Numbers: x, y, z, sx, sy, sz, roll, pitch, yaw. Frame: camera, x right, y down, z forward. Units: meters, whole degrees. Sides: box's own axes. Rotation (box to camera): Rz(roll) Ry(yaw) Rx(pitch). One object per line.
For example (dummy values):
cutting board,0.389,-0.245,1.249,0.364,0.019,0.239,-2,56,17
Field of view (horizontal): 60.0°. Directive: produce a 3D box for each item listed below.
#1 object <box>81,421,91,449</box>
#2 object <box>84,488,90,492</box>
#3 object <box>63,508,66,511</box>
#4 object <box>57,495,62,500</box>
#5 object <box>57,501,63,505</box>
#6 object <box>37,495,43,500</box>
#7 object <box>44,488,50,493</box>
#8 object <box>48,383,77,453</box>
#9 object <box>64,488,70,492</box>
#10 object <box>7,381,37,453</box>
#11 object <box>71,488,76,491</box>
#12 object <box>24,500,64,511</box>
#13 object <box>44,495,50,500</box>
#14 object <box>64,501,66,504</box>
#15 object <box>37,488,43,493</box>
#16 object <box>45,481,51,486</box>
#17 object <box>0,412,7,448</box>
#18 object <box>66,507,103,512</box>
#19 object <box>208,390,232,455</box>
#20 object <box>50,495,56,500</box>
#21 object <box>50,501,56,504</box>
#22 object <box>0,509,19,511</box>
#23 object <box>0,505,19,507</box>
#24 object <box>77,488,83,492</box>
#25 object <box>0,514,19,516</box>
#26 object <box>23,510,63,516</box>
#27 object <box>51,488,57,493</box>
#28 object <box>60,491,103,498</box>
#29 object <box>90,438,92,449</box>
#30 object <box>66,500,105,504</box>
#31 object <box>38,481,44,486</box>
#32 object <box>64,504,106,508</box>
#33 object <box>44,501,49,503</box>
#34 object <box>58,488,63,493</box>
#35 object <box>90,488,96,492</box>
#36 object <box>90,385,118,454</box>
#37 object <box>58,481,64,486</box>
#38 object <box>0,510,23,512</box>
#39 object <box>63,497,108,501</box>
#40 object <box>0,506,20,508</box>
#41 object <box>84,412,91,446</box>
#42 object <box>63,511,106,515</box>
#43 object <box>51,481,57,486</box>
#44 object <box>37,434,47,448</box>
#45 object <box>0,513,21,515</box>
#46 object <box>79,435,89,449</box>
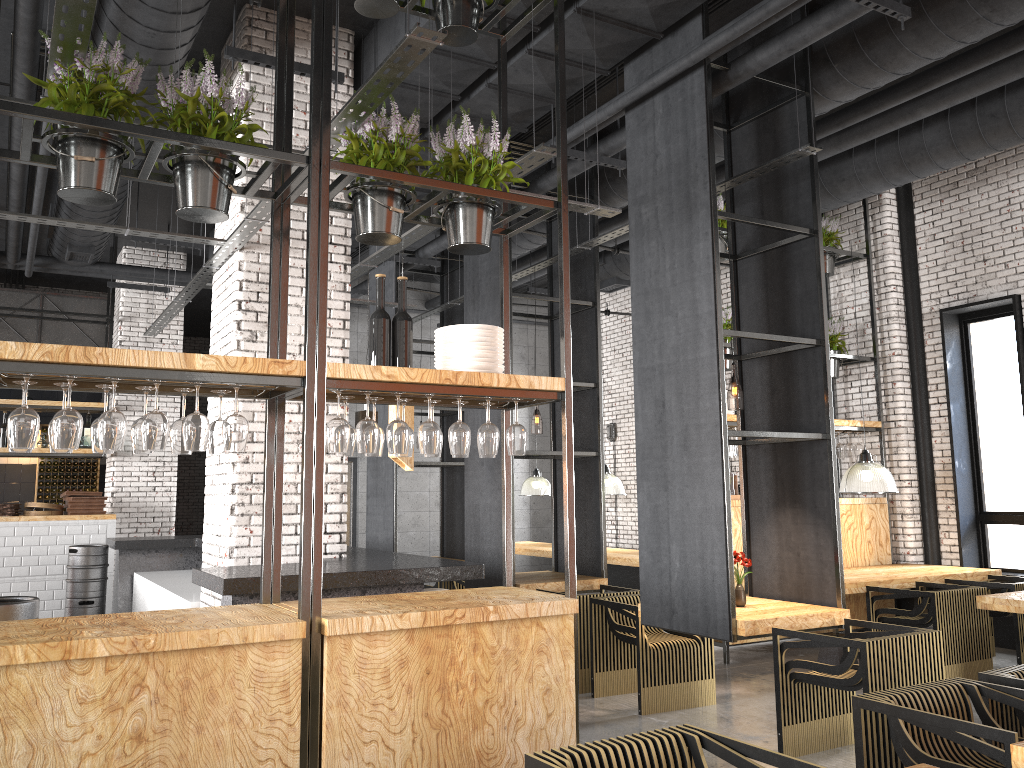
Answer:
object,-5.626,0.677,11.755,0.156,0.407,0.105,3,-9,-26
object,-6.794,1.698,14.183,0.079,0.080,0.280,4,-8,-30
object,-7.036,1.996,13.998,0.079,0.080,0.280,4,-8,-30
object,-7.121,1.783,13.981,0.079,0.080,0.280,4,-8,-30
object,-7.122,1.888,13.969,0.079,0.080,0.280,4,-8,-30
object,-7.374,1.770,13.853,0.079,0.080,0.280,4,-8,-30
object,-7.288,1.669,13.906,0.079,0.080,0.280,4,-8,-30
object,-1.739,0.133,3.435,0.101,0.268,0.100,2,-8,-16
object,-7.051,1.686,14.063,0.079,0.080,0.280,4,-8,-30
object,-1.858,0.125,3.367,0.101,0.268,0.100,2,-8,-16
object,-6.977,1.693,14.123,0.079,0.080,0.280,4,-8,-30
object,-5.801,1.511,10.993,0.437,0.154,0.439,-3,-8,17
object,-7.285,1.773,13.888,0.079,0.080,0.280,4,-8,-30
object,-7.049,1.895,14.033,0.079,0.080,0.280,4,-8,-30
object,-7.387,1.668,13.889,0.079,0.080,0.280,4,-8,-30
object,-7.299,1.567,13.939,0.079,0.079,0.283,4,-8,-30
object,-6.450,0.587,11.255,0.098,0.472,0.098,7,-11,-41
object,-5.401,1.582,11.197,0.405,0.044,0.634,3,-8,-27
object,-1.227,0.163,3.727,0.101,0.268,0.100,2,-8,-16
object,-7.222,1.782,13.968,0.079,0.080,0.280,4,-8,-30
object,-7.213,1.885,13.939,0.079,0.080,0.280,4,-8,-30
object,-6.226,1.531,10.772,0.406,0.019,0.457,1,-7,-16
object,-6.202,1.486,10.809,0.458,0.019,0.405,-1,-7,3
object,-6.888,1.696,14.156,0.079,0.080,0.280,4,-8,-30
object,-6.200,1.598,10.794,0.458,0.019,0.405,-1,-7,5
object,-5.802,1.577,10.979,0.437,0.097,0.435,0,-7,-5
object,-7.215,1.676,13.969,0.079,0.080,0.280,4,-8,-30
object,-5.416,1.395,11.143,0.406,0.094,0.635,4,-8,-32
object,-5.450,0.762,11.586,0.118,0.181,0.118,0,-8,-6
object,-5.402,1.494,11.210,0.405,0.044,0.634,3,-8,-29
object,-7.369,1.560,13.872,0.079,0.079,0.283,4,-8,-30
object,-5.401,1.538,11.204,0.405,0.044,0.634,4,-8,-33
object,-7.305,1.882,13.910,0.079,0.080,0.280,4,-8,-30
object,-7.143,1.683,14.033,0.079,0.080,0.280,4,-8,-30
object,-6.724,1.706,14.249,0.079,0.080,0.280,4,-8,-30
object,-1.611,0.140,3.508,0.101,0.268,0.100,2,-8,-16
object,-7.135,1.577,14.032,0.079,0.079,0.283,4,-8,-30
object,-6.210,1.550,10.795,0.406,0.019,0.457,-5,-8,28
object,-5.402,1.450,11.216,0.405,0.044,0.634,5,-9,-36
object,-6.196,1.502,10.809,0.458,0.019,0.406,-2,-7,12
object,-5.625,0.601,11.762,0.140,0.552,0.096,3,-9,-26
object,-5.400,1.626,11.191,0.405,0.044,0.634,4,-9,-34
object,-7.213,1.571,13.978,0.079,0.079,0.283,4,-8,-30
object,-6.002,0.736,11.326,0.118,0.181,0.118,-4,-9,24
object,-6.182,1.582,10.798,0.458,0.019,0.406,-5,-8,32
object,-5.582,0.762,11.570,0.118,0.181,0.118,-8,-11,43
